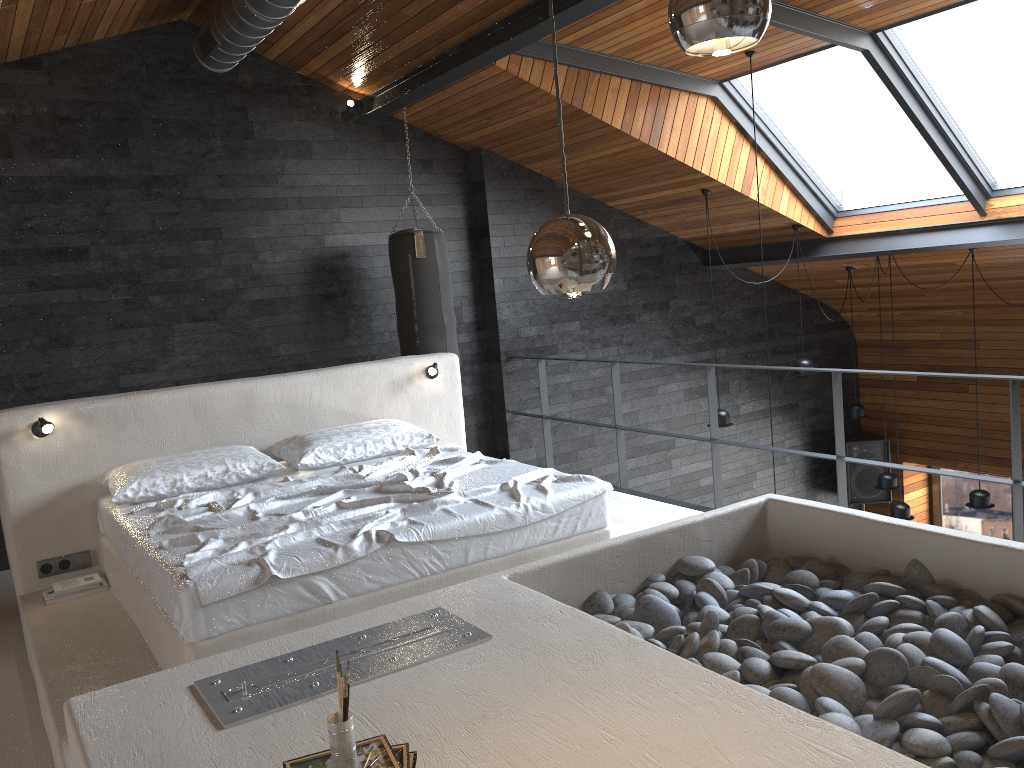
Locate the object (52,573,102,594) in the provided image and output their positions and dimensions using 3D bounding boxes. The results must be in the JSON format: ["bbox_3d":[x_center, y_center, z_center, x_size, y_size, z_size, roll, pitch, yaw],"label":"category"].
[{"bbox_3d":[-2.115,0.968,4.312,0.206,0.015,0.161,-9,8,-32],"label":"object"}]

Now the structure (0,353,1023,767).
[{"bbox_3d":[-0.281,0.617,3.295,2.634,1.120,4.614,-9,8,-32],"label":"structure"}]

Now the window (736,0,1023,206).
[{"bbox_3d":[3.216,-1.821,5.427,1.213,1.031,3.819,-9,8,-32],"label":"window"}]

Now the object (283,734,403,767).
[{"bbox_3d":[-0.306,0.749,1.661,0.207,0.013,0.276,-8,7,-21],"label":"object"}]

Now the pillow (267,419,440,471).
[{"bbox_3d":[-0.891,0.323,5.000,0.842,0.173,0.509,-9,8,-32],"label":"pillow"}]

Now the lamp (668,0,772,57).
[{"bbox_3d":[0.240,-1.209,1.207,0.146,1.474,0.146,-5,6,-1],"label":"lamp"}]

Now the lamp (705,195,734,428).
[{"bbox_3d":[1.611,-0.583,7.102,0.210,1.853,0.210,-5,6,5],"label":"lamp"}]

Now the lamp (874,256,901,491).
[{"bbox_3d":[3.128,-0.121,7.486,0.210,2.035,0.210,-5,6,5],"label":"lamp"}]

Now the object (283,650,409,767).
[{"bbox_3d":[-0.315,0.641,1.648,0.245,0.234,0.301,-7,7,-12],"label":"object"}]

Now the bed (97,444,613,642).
[{"bbox_3d":[-0.831,0.674,4.191,1.826,0.484,2.011,-9,8,-32],"label":"bed"}]

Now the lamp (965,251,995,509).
[{"bbox_3d":[3.654,-0.034,6.980,0.210,2.034,0.210,-5,6,5],"label":"lamp"}]

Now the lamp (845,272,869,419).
[{"bbox_3d":[3.150,-0.368,8.186,0.210,1.369,0.210,-5,6,5],"label":"lamp"}]

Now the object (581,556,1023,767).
[{"bbox_3d":[0.920,0.773,2.475,1.436,0.246,1.842,-9,8,-32],"label":"object"}]

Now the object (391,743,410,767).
[{"bbox_3d":[-0.293,0.761,1.659,0.207,0.013,0.276,-6,7,-7],"label":"object"}]

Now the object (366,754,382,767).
[{"bbox_3d":[-0.288,0.746,1.639,0.064,0.010,0.232,-5,7,4],"label":"object"}]

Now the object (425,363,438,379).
[{"bbox_3d":[-0.498,-0.077,5.478,0.085,0.106,0.165,-6,6,-4],"label":"object"}]

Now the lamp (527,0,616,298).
[{"bbox_3d":[0.024,-1.018,1.358,0.146,1.771,0.146,-6,6,-7],"label":"lamp"}]

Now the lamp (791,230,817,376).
[{"bbox_3d":[2.402,-0.681,7.388,0.210,1.206,0.210,-5,6,5],"label":"lamp"}]

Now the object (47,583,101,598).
[{"bbox_3d":[-2.129,0.983,4.309,0.231,0.015,0.159,-8,7,-27],"label":"object"}]

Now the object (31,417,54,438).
[{"bbox_3d":[-2.291,0.214,4.331,0.087,0.106,0.156,-10,8,-35],"label":"object"}]

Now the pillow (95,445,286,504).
[{"bbox_3d":[-1.643,0.442,4.528,0.837,0.176,0.502,-9,8,-31],"label":"pillow"}]

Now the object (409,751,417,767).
[{"bbox_3d":[-0.292,0.774,1.659,0.207,0.013,0.276,-5,6,-1],"label":"object"}]

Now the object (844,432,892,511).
[{"bbox_3d":[3.750,1.709,9.595,0.639,2.298,0.686,-4,6,6],"label":"object"}]

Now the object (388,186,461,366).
[{"bbox_3d":[-0.643,-0.635,6.475,0.442,1.602,0.445,-6,6,-4],"label":"object"}]

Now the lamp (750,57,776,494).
[{"bbox_3d":[1.751,-0.629,6.160,0.210,3.208,0.210,-6,6,-9],"label":"lamp"}]

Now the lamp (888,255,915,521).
[{"bbox_3d":[3.119,-0.017,7.221,0.210,2.273,0.210,-5,6,5],"label":"lamp"}]

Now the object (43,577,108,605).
[{"bbox_3d":[-2.119,1.002,4.304,0.269,0.028,0.176,-9,8,-32],"label":"object"}]

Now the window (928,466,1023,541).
[{"bbox_3d":[6.241,1.629,7.457,0.101,1.521,5.936,-9,8,-32],"label":"window"}]
